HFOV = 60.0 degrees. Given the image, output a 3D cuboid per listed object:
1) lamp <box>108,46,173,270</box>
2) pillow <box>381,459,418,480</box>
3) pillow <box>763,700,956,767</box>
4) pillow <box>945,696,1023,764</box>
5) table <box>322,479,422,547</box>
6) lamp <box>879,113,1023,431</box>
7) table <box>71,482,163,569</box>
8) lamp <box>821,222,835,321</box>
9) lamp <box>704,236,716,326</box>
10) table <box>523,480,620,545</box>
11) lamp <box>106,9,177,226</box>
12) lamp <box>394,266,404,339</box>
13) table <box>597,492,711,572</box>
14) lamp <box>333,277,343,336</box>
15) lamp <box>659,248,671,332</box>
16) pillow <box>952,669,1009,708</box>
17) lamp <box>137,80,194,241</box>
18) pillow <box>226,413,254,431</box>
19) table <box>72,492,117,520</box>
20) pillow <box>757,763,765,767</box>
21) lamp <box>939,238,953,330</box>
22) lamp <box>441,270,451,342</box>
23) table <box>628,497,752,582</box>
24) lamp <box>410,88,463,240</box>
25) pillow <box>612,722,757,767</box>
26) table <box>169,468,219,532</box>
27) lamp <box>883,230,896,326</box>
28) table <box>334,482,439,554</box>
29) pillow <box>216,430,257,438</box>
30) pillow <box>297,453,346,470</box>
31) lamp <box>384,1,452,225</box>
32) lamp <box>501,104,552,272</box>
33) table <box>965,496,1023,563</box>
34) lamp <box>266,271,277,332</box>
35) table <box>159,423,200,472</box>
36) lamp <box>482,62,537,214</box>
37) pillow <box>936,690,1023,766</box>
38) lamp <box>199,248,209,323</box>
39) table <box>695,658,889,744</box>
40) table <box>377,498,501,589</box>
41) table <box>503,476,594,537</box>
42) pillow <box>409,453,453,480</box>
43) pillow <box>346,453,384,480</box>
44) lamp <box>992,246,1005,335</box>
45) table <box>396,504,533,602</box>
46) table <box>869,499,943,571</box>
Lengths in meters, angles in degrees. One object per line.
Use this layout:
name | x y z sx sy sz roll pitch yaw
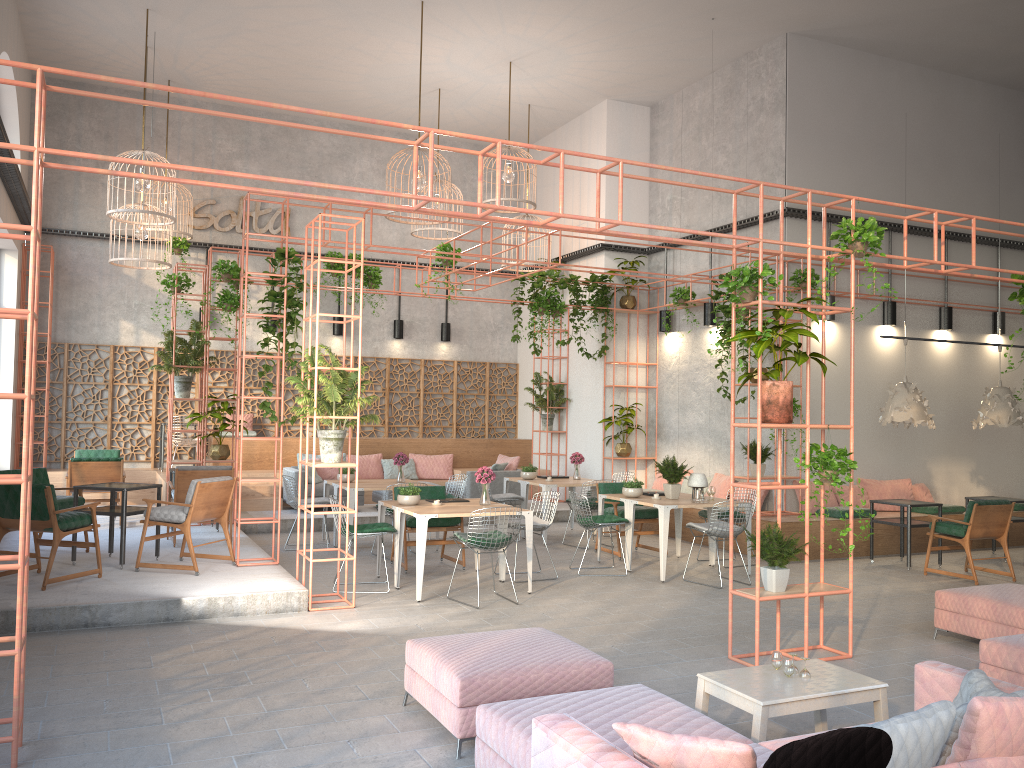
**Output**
lamp | -5.599 -3.537 13.508 0.883 3.476 0.883 0 -2 28
pillow | -2.051 1.559 16.176 0.666 0.385 0.289 2 -2 -29
pillow | 1.051 1.275 2.850 0.836 0.476 0.273 2 -2 -24
pillow | 1.878 1.301 3.219 0.839 0.474 0.276 2 -2 -24
table | -1.927 1.754 12.210 1.205 0.830 0.694 2 -2 -25
lamp | 6.640 -1.393 12.036 4.456 4.052 0.704 2 -2 -25
table | -4.063 1.440 9.122 0.635 0.798 0.602 1 -2 15
lamp | 4.555 -1.626 12.757 0.179 1.425 0.185 2 -2 -25
lamp | 3.084 -1.618 13.791 0.185 1.425 0.179 2 -2 -25
table | 0.852 1.824 12.725 1.214 0.830 0.694 2 -2 -25
lamp | -5.058 -4.005 12.247 0.883 3.476 0.883 0 -2 28
lamp | -2.195 -1.595 17.245 0.185 1.436 0.185 1 -2 16
table | 1.739 1.775 10.793 1.205 0.830 0.694 2 -2 -25
lamp | -3.274 -1.632 16.748 0.185 1.436 0.185 1 -2 16
lamp | 2.577 -1.591 14.888 0.185 1.425 0.179 2 -2 -25
pillow | 1.915 1.401 3.730 0.307 0.324 0.500 1 -2 10
lamp | -5.777 -4.214 14.902 0.883 3.476 0.883 0 -2 28
pillow | -4.862 0.683 15.813 0.499 0.324 0.307 1 -2 -10
table | -5.954 1.525 12.675 0.602 0.798 0.635 2 -2 -25
pillow | 1.045 1.350 3.140 0.479 0.317 0.441 3 -3 -43
lamp | 6.738 -1.550 13.764 0.179 1.425 0.185 2 -2 -25
lamp | -1.306 -1.564 17.655 0.179 1.436 0.185 2 -2 -25
table | 2.035 1.759 10.163 1.214 0.830 0.694 2 -2 -25
lamp | -1.240 -4.256 15.066 0.883 3.476 0.883 0 -2 28
pillow | 0.613 1.318 3.002 0.495 0.349 0.308 0 -2 25
table | -4.186 1.524 11.659 0.602 0.798 0.635 2 -2 -25
lamp | 5.651 -1.588 13.262 0.179 1.425 0.185 2 -2 -25
table | -1.632 1.738 11.582 1.214 0.830 0.694 2 -2 -25
pillow | -4.828 0.880 15.517 0.637 0.149 0.491 2 -2 -24
pillow | -3.162 1.393 14.793 0.839 0.474 0.276 2 -2 -24
lamp | -1.219 -3.945 11.865 0.883 3.476 0.883 0 -2 28
lamp | 0.286 -3.786 15.734 0.883 3.476 0.883 0 -2 28
table | 6.539 1.937 11.893 0.602 0.798 0.635 2 -2 -25
lamp | -4.385 -1.671 16.235 0.185 1.436 0.185 1 -2 16
table | -5.578 1.058 14.875 0.602 0.798 0.635 2 -2 -25
lamp | -0.028 -4.491 13.872 0.883 3.476 0.883 0 -2 28
pillow | 1.827 1.337 3.360 0.666 0.385 0.289 2 -2 -24
lamp | -5.443 -1.707 15.747 0.185 1.436 0.185 1 -2 16
table | 1.459 1.768 4.636 0.916 0.455 0.520 2 -2 -25
table | -0.780 1.700 9.612 1.205 0.830 0.694 2 -2 -25
table | 0.556 1.840 13.355 1.205 0.830 0.694 2 -2 -25
pillow | -1.506 1.532 16.451 0.839 0.474 0.276 1 -2 -4
pillow | -2.669 1.492 15.915 0.839 0.474 0.276 2 -2 -34
lamp | 7.835 -1.512 14.269 0.179 1.425 0.185 2 -2 -25
table | -0.484 1.684 8.981 1.214 0.830 0.694 2 -2 -25
table | 4.946 1.882 11.158 0.602 0.798 0.635 2 -2 -25
